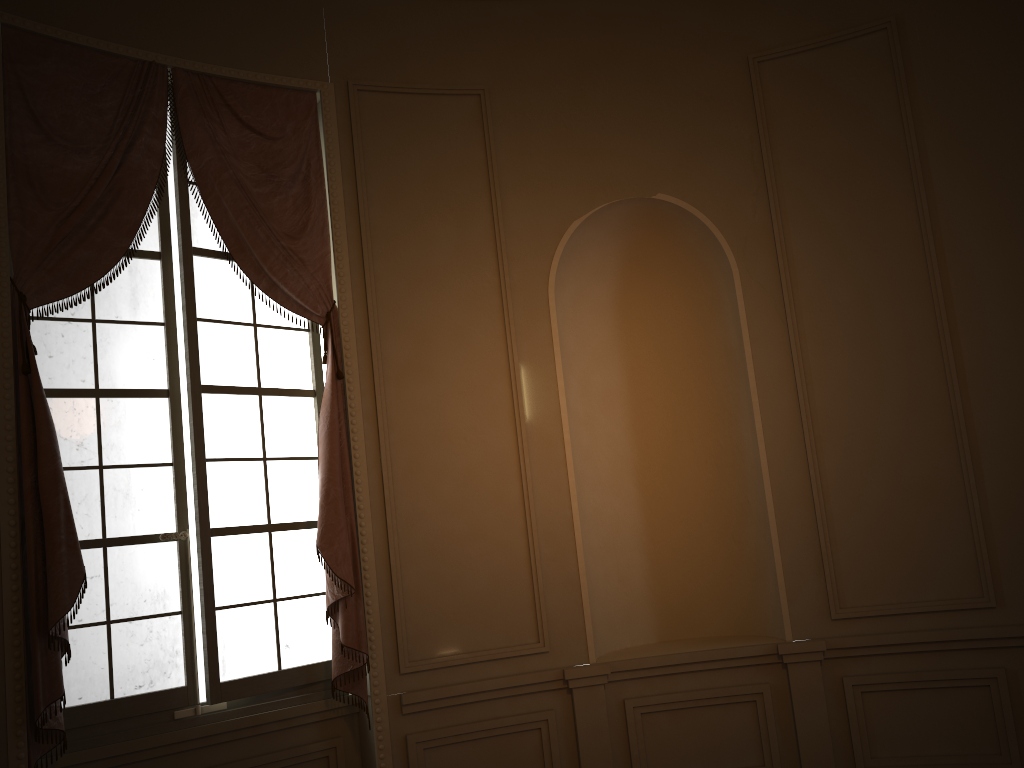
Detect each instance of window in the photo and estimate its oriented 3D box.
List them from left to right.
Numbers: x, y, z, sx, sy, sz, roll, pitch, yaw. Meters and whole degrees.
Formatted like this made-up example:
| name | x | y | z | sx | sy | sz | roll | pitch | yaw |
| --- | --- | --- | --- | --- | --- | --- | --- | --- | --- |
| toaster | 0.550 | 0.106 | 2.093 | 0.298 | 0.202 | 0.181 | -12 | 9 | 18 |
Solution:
| name | x | y | z | sx | sy | sz | roll | pitch | yaw |
| --- | --- | --- | --- | --- | --- | --- | --- | --- | --- |
| window | -1.425 | 0.023 | 3.844 | 1.337 | 2.821 | 0.150 | -1 | -9 | -36 |

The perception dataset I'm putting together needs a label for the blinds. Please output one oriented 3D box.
| name | x | y | z | sx | sy | sz | roll | pitch | yaw |
| --- | --- | --- | --- | --- | --- | --- | --- | --- | --- |
| blinds | -1.285 | 0.043 | 3.660 | 1.361 | 2.961 | 0.281 | -1 | -9 | -36 |
